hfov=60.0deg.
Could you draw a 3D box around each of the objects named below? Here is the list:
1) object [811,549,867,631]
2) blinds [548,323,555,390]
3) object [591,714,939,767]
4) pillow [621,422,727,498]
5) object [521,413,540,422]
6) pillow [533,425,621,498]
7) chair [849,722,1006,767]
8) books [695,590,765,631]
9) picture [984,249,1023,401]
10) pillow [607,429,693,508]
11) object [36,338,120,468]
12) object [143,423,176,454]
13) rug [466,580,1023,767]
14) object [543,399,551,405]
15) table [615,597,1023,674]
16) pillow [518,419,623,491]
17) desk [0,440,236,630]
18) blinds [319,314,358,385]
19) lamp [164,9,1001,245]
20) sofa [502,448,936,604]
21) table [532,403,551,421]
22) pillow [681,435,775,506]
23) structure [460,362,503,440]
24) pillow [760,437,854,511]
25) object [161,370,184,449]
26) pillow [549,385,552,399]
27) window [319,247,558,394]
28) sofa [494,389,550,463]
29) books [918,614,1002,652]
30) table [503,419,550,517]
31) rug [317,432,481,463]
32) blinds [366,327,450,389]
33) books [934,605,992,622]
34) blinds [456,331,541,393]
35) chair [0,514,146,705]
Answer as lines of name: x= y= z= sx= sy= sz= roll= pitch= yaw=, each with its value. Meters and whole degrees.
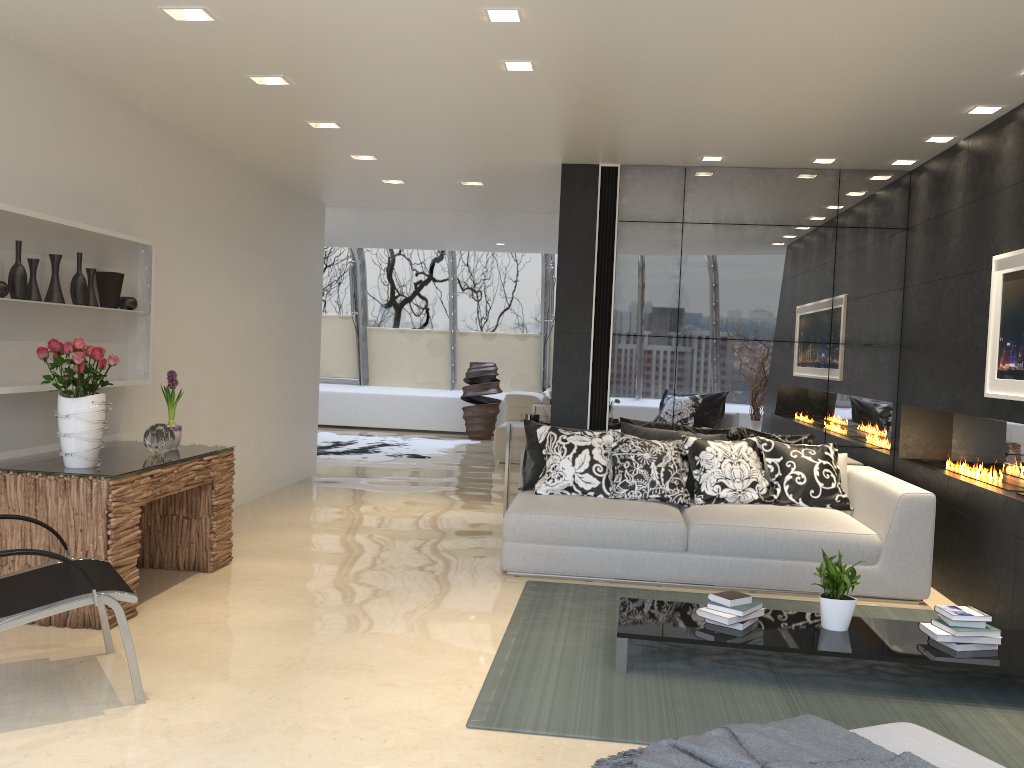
object: x=1.525 y=0.967 z=4.178 sx=0.284 sy=0.369 sz=0.215 roll=2 pitch=2 yaw=-16
blinds: x=1.286 y=-0.377 z=14.805 sx=1.376 sy=1.214 sz=0.387 roll=3 pitch=2 yaw=6
object: x=0.632 y=1.015 z=1.955 sx=0.825 sy=0.359 sz=1.024 roll=1 pitch=2 yaw=-25
pillow: x=1.168 y=0.560 z=6.431 sx=0.796 sy=0.511 sz=0.474 roll=3 pitch=2 yaw=7
object: x=0.147 y=0.273 z=7.177 sx=0.153 sy=0.059 sz=0.151 roll=1 pitch=3 yaw=-34
pillow: x=0.454 y=0.554 z=6.235 sx=0.607 sy=0.483 sz=0.368 roll=3 pitch=2 yaw=5
chair: x=1.035 y=1.081 z=1.435 sx=1.176 sy=0.690 sz=2.068 roll=2 pitch=2 yaw=-24
books: x=1.031 y=1.065 z=4.194 sx=0.223 sy=0.126 sz=0.307 roll=4 pitch=3 yaw=44
picture: x=2.634 y=-0.293 z=4.053 sx=0.025 sy=0.804 sz=2.068 roll=3 pitch=2 yaw=6
pillow: x=0.963 y=0.591 z=6.159 sx=0.623 sy=0.505 sz=0.393 roll=2 pitch=2 yaw=0
object: x=-2.195 y=0.094 z=4.475 sx=0.350 sy=0.654 sz=0.327 roll=3 pitch=2 yaw=26
object: x=-2.029 y=0.315 z=5.105 sx=0.175 sy=0.179 sz=0.174 roll=4 pitch=3 yaw=39
rug: x=1.404 y=1.328 z=4.261 sx=2.923 sy=0.012 sz=2.194 roll=3 pitch=2 yaw=7
object: x=0.410 y=0.193 z=9.660 sx=0.151 sy=0.059 sz=0.153 roll=0 pitch=3 yaw=-44
table: x=1.488 y=1.243 z=4.120 sx=1.982 sy=0.187 sz=0.594 roll=3 pitch=2 yaw=8
pillow: x=0.455 y=0.542 z=6.497 sx=0.808 sy=0.525 sz=0.434 roll=3 pitch=2 yaw=2
desk: x=-2.225 y=0.779 z=4.996 sx=0.793 sy=0.762 sz=1.436 roll=3 pitch=2 yaw=6
blinds: x=-3.290 y=-0.590 z=15.283 sx=1.376 sy=1.214 sz=0.387 roll=3 pitch=2 yaw=6
lamp: x=-1.046 y=-1.799 z=7.519 sx=9.928 sy=0.004 sz=9.775 roll=3 pitch=2 yaw=7
sofa: x=1.306 y=0.865 z=6.131 sx=2.625 sy=0.798 sz=1.334 roll=3 pitch=2 yaw=6
table: x=0.390 y=0.656 z=9.678 sx=0.350 sy=0.872 sz=0.202 roll=3 pitch=2 yaw=6
pillow: x=1.521 y=0.607 z=6.191 sx=0.598 sy=0.470 sz=0.390 roll=2 pitch=2 yaw=-10
structure: x=-0.494 y=0.278 z=14.247 sx=0.674 sy=1.258 sz=0.672 roll=2 pitch=2 yaw=-17
pillow: x=2.061 y=0.634 z=6.218 sx=0.610 sy=0.479 sz=0.383 roll=2 pitch=2 yaw=-7
object: x=-2.063 y=0.153 z=5.371 sx=0.129 sy=0.476 sz=0.129 roll=1 pitch=3 yaw=-34
pillow: x=1.739 y=0.303 z=13.241 sx=3.322 sy=0.530 sz=1.656 roll=2 pitch=2 yaw=-24
window: x=-3.000 y=-0.432 z=8.006 sx=16.171 sy=3.674 sz=16.693 roll=3 pitch=2 yaw=12
sofa: x=2.002 y=0.619 z=12.608 sx=4.169 sy=0.866 sz=3.257 roll=3 pitch=2 yaw=6
books: x=2.024 y=1.115 z=4.016 sx=0.307 sy=0.126 sz=0.223 roll=2 pitch=2 yaw=-5
table: x=0.127 y=0.737 z=7.194 sx=0.350 sy=0.872 sz=0.202 roll=3 pitch=2 yaw=6
rug: x=-1.973 y=0.882 z=12.465 sx=2.705 sy=0.008 sz=3.220 roll=3 pitch=2 yaw=6
blinds: x=-1.763 y=-0.426 z=15.156 sx=1.430 sy=1.027 sz=0.329 roll=3 pitch=2 yaw=6
books: x=2.044 y=1.039 z=4.019 sx=0.185 sy=0.027 sz=0.154 roll=2 pitch=2 yaw=-3
blinds: x=-0.234 y=-0.355 z=14.996 sx=1.430 sy=1.027 sz=0.329 roll=3 pitch=2 yaw=6
chair: x=-1.979 y=0.751 z=3.442 sx=0.943 sy=0.972 sz=0.752 roll=1 pitch=3 yaw=-34
